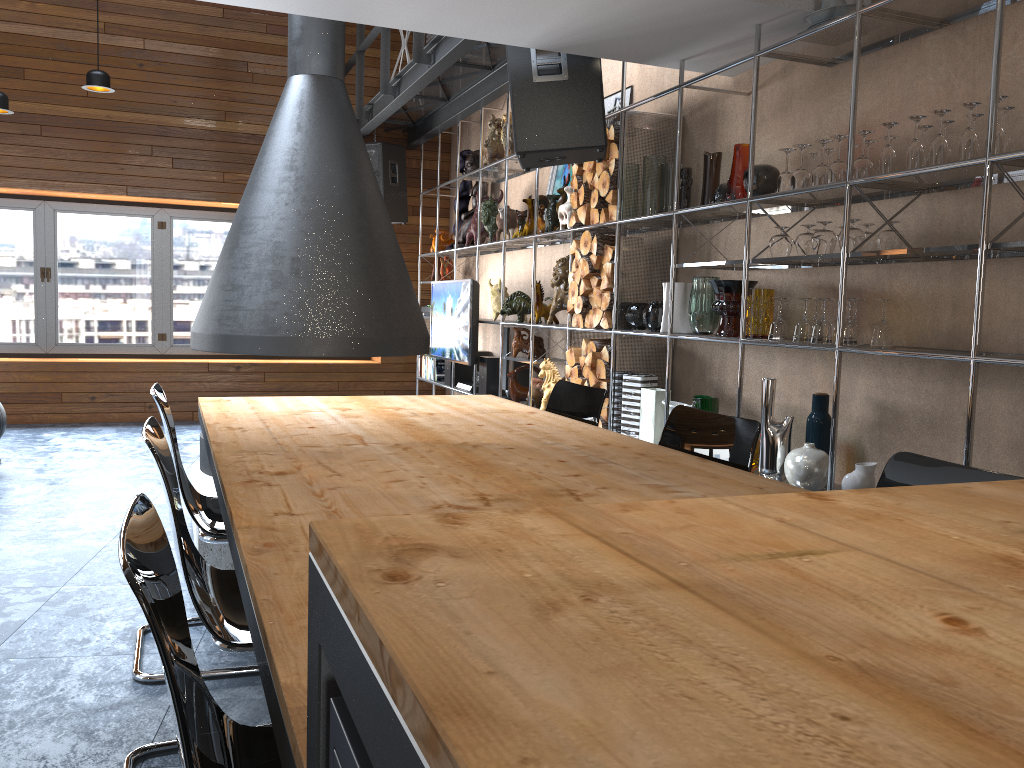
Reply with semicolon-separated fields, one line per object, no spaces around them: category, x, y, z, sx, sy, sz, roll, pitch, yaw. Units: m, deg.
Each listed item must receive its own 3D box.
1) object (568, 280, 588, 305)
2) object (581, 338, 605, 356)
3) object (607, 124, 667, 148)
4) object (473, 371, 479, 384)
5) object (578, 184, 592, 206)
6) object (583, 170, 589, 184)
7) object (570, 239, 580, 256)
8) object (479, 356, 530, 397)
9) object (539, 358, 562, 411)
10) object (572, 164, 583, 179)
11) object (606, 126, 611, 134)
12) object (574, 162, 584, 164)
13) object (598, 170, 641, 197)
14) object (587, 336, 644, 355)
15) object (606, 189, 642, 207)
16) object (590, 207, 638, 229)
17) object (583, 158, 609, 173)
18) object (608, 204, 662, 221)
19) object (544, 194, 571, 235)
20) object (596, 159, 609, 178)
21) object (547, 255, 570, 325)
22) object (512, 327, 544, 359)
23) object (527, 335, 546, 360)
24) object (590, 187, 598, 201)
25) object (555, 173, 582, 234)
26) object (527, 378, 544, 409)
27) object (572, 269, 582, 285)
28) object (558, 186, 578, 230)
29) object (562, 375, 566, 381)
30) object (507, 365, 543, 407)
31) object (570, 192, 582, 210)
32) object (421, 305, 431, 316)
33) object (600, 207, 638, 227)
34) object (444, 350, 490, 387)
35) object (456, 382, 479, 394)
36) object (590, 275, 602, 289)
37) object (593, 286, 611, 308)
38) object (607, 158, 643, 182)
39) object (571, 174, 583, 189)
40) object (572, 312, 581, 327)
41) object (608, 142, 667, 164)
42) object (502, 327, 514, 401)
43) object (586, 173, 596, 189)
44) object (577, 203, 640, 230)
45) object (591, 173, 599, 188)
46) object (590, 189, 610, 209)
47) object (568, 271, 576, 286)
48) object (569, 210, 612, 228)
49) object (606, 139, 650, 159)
object;0.481;-0.522;5.109;0.286;0.143;0.143;0;5;-22
object;0.550;-0.201;5.078;0.289;0.121;0.107;0;5;-20
object;0.659;-1.309;4.705;0.308;0.107;0.121;0;5;-17
object;-0.243;-0.048;7.121;0.080;0.101;0.223;0;5;-21
object;0.541;-1.072;5.021;0.329;0.135;0.095;0;5;-17
object;0.552;-1.189;5.035;0.290;0.153;0.112;0;5;-18
object;0.497;-0.776;5.129;0.308;0.107;0.121;-1;5;-25
object;-0.061;-0.052;6.723;0.343;0.303;0.175;0;5;-21
object;0.325;0.024;5.608;0.375;0.363;0.170;5;6;34
object;0.506;-1.206;5.099;0.308;0.120;0.098;0;5;-16
object;0.653;-1.330;4.777;0.330;0.103;0.102;0;5;-17
object;0.505;-1.309;5.045;0.312;0.150;0.140;0;5;-17
object;0.618;-1.061;4.750;0.286;0.143;0.143;0;5;-21
object;0.580;-0.206;4.983;0.312;0.150;0.140;-1;5;-25
object;0.654;-0.976;4.709;0.303;0.088;0.095;0;5;-19
object;0.591;-0.931;4.925;0.299;0.114;0.135;0;5;-19
object;0.569;-1.208;4.883;0.321;0.128;0.164;0;5;-20
object;0.667;-0.910;4.743;0.287;0.112;0.126;0;5;-21
object;0.334;-1.069;5.619;0.253;0.249;0.126;0;5;-16
object;0.627;-1.156;4.783;0.329;0.107;0.128;0;5;-21
object;0.386;-0.581;5.488;0.210;0.451;0.405;-1;5;-29
object;0.111;-0.286;6.165;0.217;0.214;0.108;2;5;4
object;0.171;-0.245;5.950;0.105;0.168;0.210;3;5;19
object;0.593;-1.046;4.932;0.288;0.118;0.147;0;5;-17
object;0.368;-1.108;5.461;0.198;0.358;0.116;1;5;-14
object;0.171;0.065;5.935;0.119;0.220;0.212;3;5;13
object;0.516;-0.610;5.075;0.329;0.107;0.128;0;5;-21
object;0.436;-1.053;5.312;0.314;0.280;0.151;0;5;-23
object;0.385;0.046;5.403;0.198;0.358;0.116;-1;5;-29
object;0.089;0.012;6.154;0.249;0.290;0.114;2;5;4
object;0.500;-1.048;5.129;0.321;0.109;0.110;0;5;-22
object;-0.629;-0.673;8.133;0.320;0.114;0.405;0;5;-21
object;0.630;-0.908;4.824;0.303;0.095;0.087;0;5;-21
object;-0.385;-0.133;7.563;0.343;0.303;0.175;0;5;-21
object;-0.241;0.031;7.130;0.325;0.058;0.360;0;5;-21
object;0.596;-0.550;4.931;0.330;0.098;0.107;-1;5;-25
object;0.606;-0.482;4.858;0.329;0.135;0.095;-1;5;-25
object;0.658;-1.119;4.704;0.309;0.121;0.111;0;5;-20
object;0.510;-1.140;5.108;0.331;0.110;0.107;0;5;-19
object;0.503;-0.378;5.172;0.287;0.112;0.126;0;5;-22
object;0.671;-1.219;4.715;0.299;0.114;0.135;0;5;-19
object;-0.020;-0.147;6.477;0.112;0.533;0.112;0;5;-21
object;0.586;-1.126;4.951;0.330;0.098;0.107;0;5;-17
object;0.560;-0.947;5.047;0.362;0.131;0.154;0;5;-22
object;0.600;-1.105;4.872;0.331;0.110;0.101;0;5;-23
object;0.588;-0.995;4.833;0.312;0.110;0.103;0;5;-17
object;0.484;-0.589;5.159;0.309;0.121;0.111;0;5;-22
object;0.502;-0.952;5.130;0.330;0.105;0.107;0;5;-19
object;0.631;-1.258;4.805;0.362;0.115;0.098;0;5;-20
